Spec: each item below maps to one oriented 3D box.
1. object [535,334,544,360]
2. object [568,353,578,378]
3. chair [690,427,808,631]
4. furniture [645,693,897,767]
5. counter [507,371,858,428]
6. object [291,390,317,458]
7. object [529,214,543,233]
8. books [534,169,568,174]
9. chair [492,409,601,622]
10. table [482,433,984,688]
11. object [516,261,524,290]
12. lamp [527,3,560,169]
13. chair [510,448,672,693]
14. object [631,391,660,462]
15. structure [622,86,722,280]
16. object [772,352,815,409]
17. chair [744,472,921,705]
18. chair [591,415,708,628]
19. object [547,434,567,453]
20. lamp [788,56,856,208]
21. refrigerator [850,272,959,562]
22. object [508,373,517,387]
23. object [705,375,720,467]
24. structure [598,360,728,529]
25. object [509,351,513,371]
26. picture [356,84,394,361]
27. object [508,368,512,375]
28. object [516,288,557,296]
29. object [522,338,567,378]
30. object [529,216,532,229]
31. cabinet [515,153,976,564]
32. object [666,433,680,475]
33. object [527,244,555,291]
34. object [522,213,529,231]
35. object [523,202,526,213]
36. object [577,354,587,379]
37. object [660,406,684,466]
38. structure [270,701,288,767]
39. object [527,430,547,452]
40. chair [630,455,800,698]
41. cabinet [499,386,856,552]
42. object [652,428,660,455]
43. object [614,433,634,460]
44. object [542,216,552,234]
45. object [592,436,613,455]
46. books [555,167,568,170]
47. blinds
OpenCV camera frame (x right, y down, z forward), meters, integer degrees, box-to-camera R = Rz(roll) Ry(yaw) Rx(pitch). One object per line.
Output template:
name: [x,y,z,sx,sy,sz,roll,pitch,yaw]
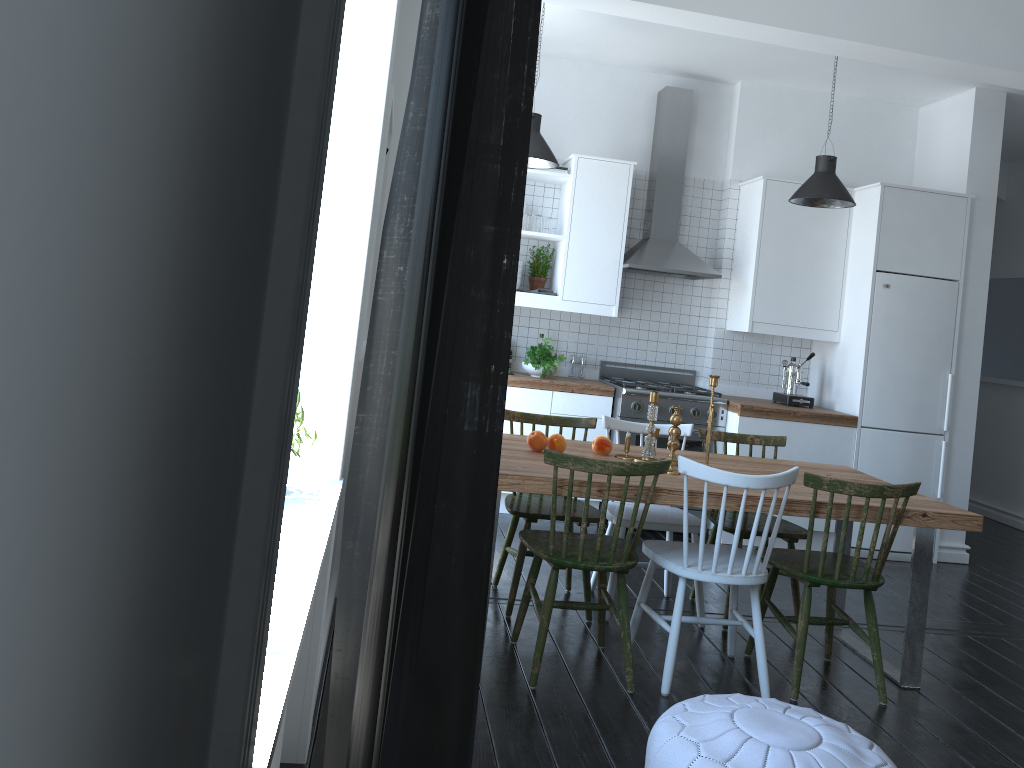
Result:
object: [0.190,-0.204,6.044,0.066,0.283,0.066,7,-2,-13]
object: [0.422,-0.129,6.121,0.059,0.173,0.059,6,-1,6]
chair: [1.120,0.666,4.149,0.466,0.830,0.486,7,0,-9]
furniture: [0.608,1.010,2.077,0.608,0.420,0.618,6,2,-14]
counter: [0.600,0.045,5.768,3.093,0.074,0.849,6,5,-8]
object: [-0.624,0.118,2.202,0.285,0.295,0.285,6,1,-4]
object: [0.162,-1.060,5.831,0.086,0.120,0.086,7,0,15]
books: [0.189,-1.441,5.999,0.349,0.038,0.262,6,4,-9]
chair: [0.166,0.569,4.001,0.466,0.830,0.486,7,0,-9]
table: [0.588,0.697,3.681,2.222,0.718,1.021,6,2,-8]
object: [-0.020,-0.731,5.913,0.149,0.217,0.310,6,2,-10]
lamp: [-1.100,-1.090,4.904,2.695,2.520,0.491,6,-2,-7]
chair: [0.265,0.640,3.263,0.466,0.830,0.486,7,0,-9]
object: [0.586,0.186,3.713,0.141,0.312,0.139,6,-1,34]
structure: [1.103,-1.401,6.028,0.632,1.309,0.528,7,-1,-8]
object: [1.909,-0.036,5.858,0.205,0.371,0.354,7,1,-8]
chair: [1.220,0.736,3.411,0.466,0.830,0.486,7,0,-9]
chair: [0.635,0.606,4.101,0.465,0.845,0.510,7,0,-8]
object: [0.189,0.253,3.722,0.083,0.088,0.090,7,1,18]
lamp: [1.899,-1.545,5.266,0.385,0.943,0.385,6,-1,1]
refrigerator: [2.458,0.186,5.889,0.575,1.808,0.680,7,-1,-8]
object: [-0.175,-0.031,5.804,0.371,0.111,0.355,6,4,-8]
object: [0.808,0.171,3.578,0.114,0.412,0.112,5,-2,44]
structure: [0.957,0.410,5.872,0.699,1.023,0.723,6,0,-8]
object: [-0.040,-0.203,6.054,0.084,0.231,0.086,8,-2,-43]
picture: [-0.514,-0.551,3.134,0.083,0.890,0.688,7,0,-8]
object: [-0.184,-0.116,5.739,0.466,0.308,0.285,5,2,-35]
object: [0.183,-0.620,5.919,0.245,0.042,0.278,5,5,-15]
object: [0.198,-0.177,5.814,0.270,0.270,0.339,6,2,-18]
object: [0.148,-1.069,5.921,0.085,0.120,0.086,6,0,-39]
cabinet: [0.955,-0.269,5.854,3.785,2.381,0.778,6,-2,-4]
object: [0.645,0.280,3.546,0.081,0.161,0.079,6,-1,39]
object: [0.193,-0.792,6.059,0.166,0.367,0.169,6,-1,29]
object: [0.076,-1.070,5.835,0.086,0.120,0.086,7,0,15]
object: [0.044,-1.141,6.045,0.085,0.223,0.084,6,-1,-1]
object: [0.486,-0.121,6.108,0.059,0.173,0.059,6,-1,6]
object: [0.702,0.223,3.806,0.101,0.248,0.100,6,-1,16]
structure: [-0.481,0.712,1.582,0.073,0.628,1.068,7,3,-8]
object: [0.107,0.242,3.729,0.087,0.090,0.084,6,1,-18]
chair: [0.752,0.683,3.311,0.465,0.845,0.510,7,0,-8]
cabinet: [0.550,0.472,5.810,3.182,0.818,0.729,7,1,1]
object: [0.622,0.264,3.863,0.049,0.139,0.049,7,-1,-8]
object: [0.501,0.266,3.819,0.102,0.114,0.102,6,1,-22]
object: [0.231,-1.057,5.895,0.085,0.120,0.086,6,0,-39]
object: [0.395,0.269,3.846,0.089,0.084,0.084,7,1,5]
books: [0.190,-1.469,6.009,0.340,0.016,0.275,6,5,-7]
blinds: [-0.040,-0.289,0.753,0.112,2.984,0.803,7,-2,-10]
